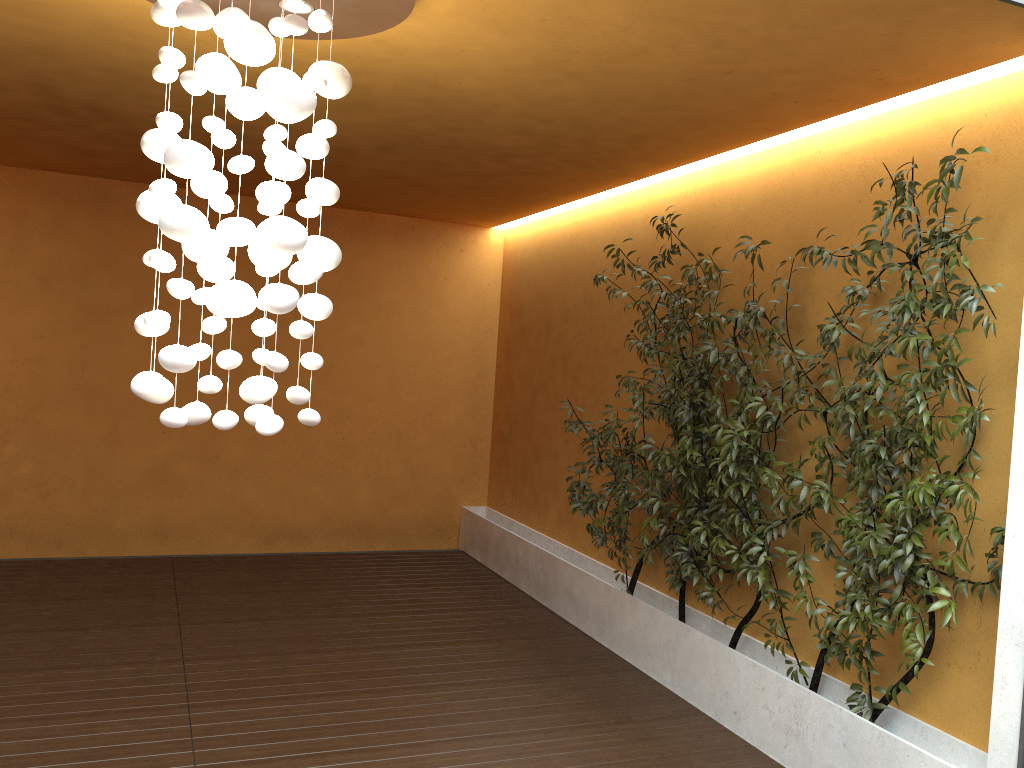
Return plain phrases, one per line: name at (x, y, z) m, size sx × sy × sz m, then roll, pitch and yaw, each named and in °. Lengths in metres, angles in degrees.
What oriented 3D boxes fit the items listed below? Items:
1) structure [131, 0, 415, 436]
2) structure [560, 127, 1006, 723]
structure at (-0.860, -0.602, 2.875) m, size 1.002 × 1.529 × 1.002 m, roll 4°, pitch 1°, yaw 26°
structure at (1.108, 0.213, 4.445) m, size 0.622 × 2.483 × 3.166 m, roll 3°, pitch 1°, yaw -23°
